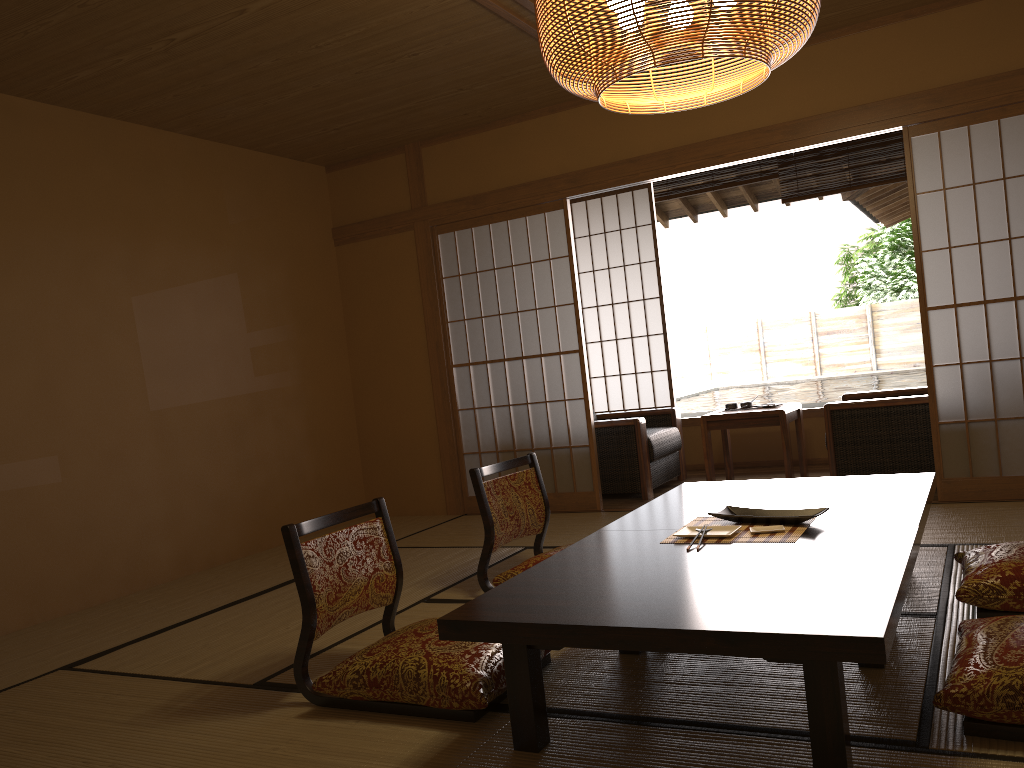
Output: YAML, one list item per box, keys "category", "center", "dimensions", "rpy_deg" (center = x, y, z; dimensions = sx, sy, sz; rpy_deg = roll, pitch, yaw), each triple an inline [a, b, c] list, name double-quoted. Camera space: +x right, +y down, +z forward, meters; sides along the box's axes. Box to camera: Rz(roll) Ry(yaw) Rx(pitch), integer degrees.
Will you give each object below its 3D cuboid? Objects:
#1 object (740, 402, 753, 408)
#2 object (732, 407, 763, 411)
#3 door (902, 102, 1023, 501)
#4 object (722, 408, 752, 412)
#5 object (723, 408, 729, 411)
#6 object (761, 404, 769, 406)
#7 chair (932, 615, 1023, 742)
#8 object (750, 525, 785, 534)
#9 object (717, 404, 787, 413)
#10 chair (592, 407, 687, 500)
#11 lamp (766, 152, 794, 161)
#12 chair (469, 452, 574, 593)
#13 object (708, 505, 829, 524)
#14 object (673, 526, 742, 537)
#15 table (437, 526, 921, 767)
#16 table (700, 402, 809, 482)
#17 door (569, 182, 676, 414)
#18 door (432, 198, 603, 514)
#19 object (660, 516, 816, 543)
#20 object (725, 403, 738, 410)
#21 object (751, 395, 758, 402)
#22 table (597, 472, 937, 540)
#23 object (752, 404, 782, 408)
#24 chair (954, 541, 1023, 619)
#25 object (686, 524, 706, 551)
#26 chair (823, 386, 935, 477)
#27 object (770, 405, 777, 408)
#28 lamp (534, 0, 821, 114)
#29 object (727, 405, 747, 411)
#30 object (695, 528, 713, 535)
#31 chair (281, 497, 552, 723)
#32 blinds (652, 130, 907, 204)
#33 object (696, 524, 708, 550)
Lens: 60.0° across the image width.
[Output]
- category: "object"
  center: [1.564, 0.141, 5.909]
  dimensions: [0.084, 0.037, 0.084]
  rpy_deg: [-6, 1, 20]
- category: "object"
  center: [1.507, 0.166, 5.749]
  dimensions: [0.230, 0.007, 0.006]
  rpy_deg: [-6, 2, 24]
- category: "door"
  center: [2.546, -0.399, 4.347]
  dimensions: [0.993, 1.935, 0.040]
  rpy_deg: [-6, 2, 28]
- category: "object"
  center: [1.487, 0.167, 5.778]
  dimensions: [0.230, 0.007, 0.006]
  rpy_deg: [-6, 2, 18]
- category: "object"
  center: [1.421, 0.167, 5.877]
  dimensions: [0.015, 0.018, 0.050]
  rpy_deg: [-7, 1, -20]
- category: "object"
  center: [1.646, 0.134, 5.777]
  dimensions: [0.006, 0.007, 0.230]
  rpy_deg: [-6, 1, 2]
- category: "chair"
  center: [1.355, 0.473, 2.028]
  dimensions: [0.687, 0.547, 0.581]
  rpy_deg: [-6, 2, 33]
- category: "object"
  center: [0.767, 0.440, 2.667]
  dimensions: [0.099, 0.013, 0.067]
  rpy_deg: [-6, 1, 12]
- category: "object"
  center: [1.570, 0.161, 5.813]
  dimensions: [0.401, 0.003, 0.300]
  rpy_deg: [-6, 1, 28]
- category: "chair"
  center: [0.655, 0.374, 6.278]
  dimensions: [0.944, 0.780, 0.871]
  rpy_deg: [-6, 2, 28]
- category: "lamp"
  center: [1.626, -1.764, 5.546]
  dimensions: [0.330, 0.682, 0.330]
  rpy_deg: [-5, 2, 28]
- category: "chair"
  center: [0.241, 0.574, 3.666]
  dimensions: [0.687, 0.547, 0.581]
  rpy_deg: [-6, 2, 33]
- category: "object"
  center: [0.808, 0.418, 2.804]
  dimensions: [0.349, 0.039, 0.129]
  rpy_deg: [-6, 1, 42]
- category: "object"
  center: [0.599, 0.455, 2.717]
  dimensions: [0.180, 0.014, 0.130]
  rpy_deg: [-6, 1, 30]
- category: "table"
  center: [0.509, 0.660, 2.325]
  dimensions: [0.995, 0.357, 0.993]
  rpy_deg: [-6, 1, 28]
- category: "table"
  center: [1.598, 0.411, 5.823]
  dimensions: [0.540, 0.500, 0.539]
  rpy_deg: [-6, 2, 28]
- category: "door"
  center: [0.756, -0.612, 7.169]
  dimensions: [0.993, 1.874, 0.040]
  rpy_deg: [-6, 2, 28]
- category: "door"
  center: [0.018, -0.133, 5.719]
  dimensions: [0.993, 1.935, 0.040]
  rpy_deg: [-6, 2, 28]
- category: "object"
  center: [0.715, 0.450, 2.762]
  dimensions: [0.401, 0.003, 0.398]
  rpy_deg: [-6, 1, 28]
- category: "object"
  center: [1.475, 0.150, 5.954]
  dimensions: [0.084, 0.037, 0.084]
  rpy_deg: [-7, 1, -34]
- category: "object"
  center: [1.587, 0.115, 5.911]
  dimensions: [0.117, 0.068, 0.038]
  rpy_deg: [-7, 2, -6]
- category: "table"
  center: [0.974, 0.594, 3.201]
  dimensions: [0.995, 0.357, 0.993]
  rpy_deg: [-6, 1, 28]
- category: "object"
  center: [1.664, 0.143, 5.783]
  dimensions: [0.131, 0.015, 0.181]
  rpy_deg: [-7, 1, -17]
- category: "chair"
  center: [1.751, 0.417, 2.780]
  dimensions: [0.699, 0.547, 0.582]
  rpy_deg: [-6, 2, 27]
- category: "object"
  center: [0.551, 0.457, 2.643]
  dimensions: [0.006, 0.030, 0.229]
  rpy_deg: [-6, 1, 26]
- category: "chair"
  center: [2.403, 0.190, 5.330]
  dimensions: [0.944, 0.780, 0.871]
  rpy_deg: [-6, 2, 28]
- category: "object"
  center: [1.675, 0.142, 5.665]
  dimensions: [0.050, 0.018, 0.015]
  rpy_deg: [-6, 2, 15]
- category: "lamp"
  center: [0.446, -1.264, 2.546]
  dimensions: [0.797, 0.826, 0.799]
  rpy_deg: [-8, 2, -38]
- category: "object"
  center: [1.480, 0.157, 5.826]
  dimensions: [0.130, 0.026, 0.038]
  rpy_deg: [-6, 1, 13]
- category: "object"
  center: [0.587, 0.451, 2.707]
  dimensions: [0.050, 0.018, 0.015]
  rpy_deg: [-6, 2, 25]
- category: "chair"
  center: [-0.264, 0.647, 2.707]
  dimensions: [0.699, 0.547, 0.582]
  rpy_deg: [-6, 2, 27]
- category: "blinds"
  center: [1.950, -1.615, 6.504]
  dimensions: [1.934, 0.595, 0.048]
  rpy_deg: [-6, 2, 28]
- category: "object"
  center: [0.567, 0.454, 2.639]
  dimensions: [0.006, 0.030, 0.229]
  rpy_deg: [-6, 1, 20]
